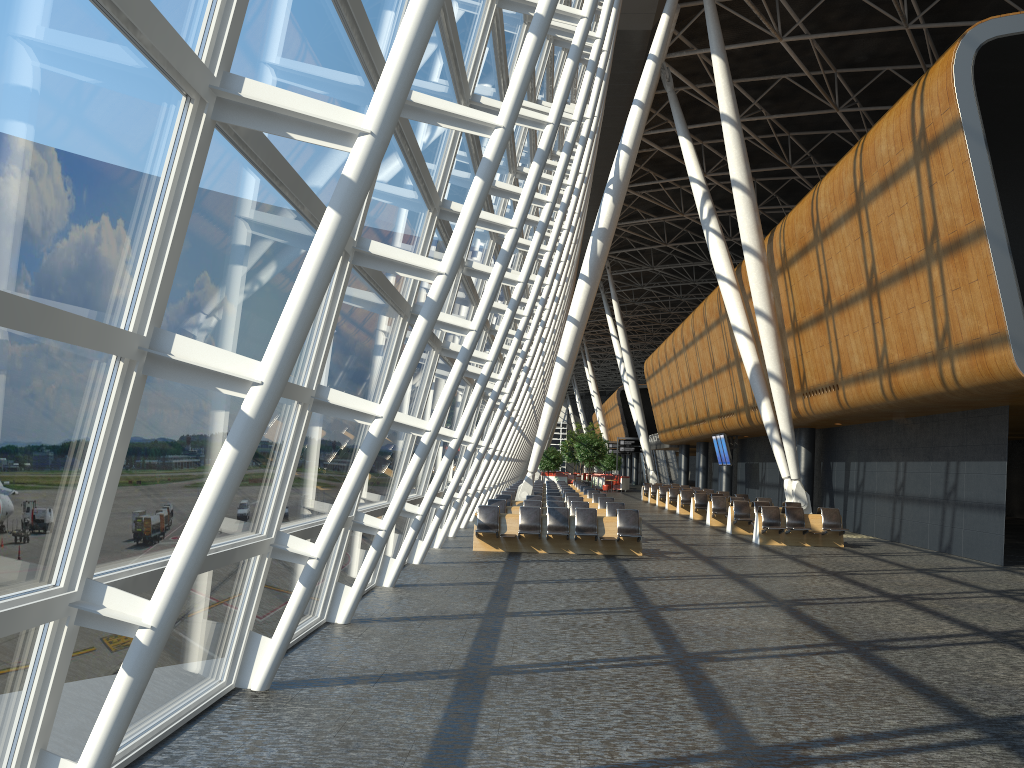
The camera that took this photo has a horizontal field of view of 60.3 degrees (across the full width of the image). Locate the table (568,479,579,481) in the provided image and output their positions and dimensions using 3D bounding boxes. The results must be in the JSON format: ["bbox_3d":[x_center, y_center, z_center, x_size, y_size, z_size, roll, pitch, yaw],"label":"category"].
[{"bbox_3d":[3.954,6.441,56.036,0.800,0.750,0.799,3,-2,-27],"label":"table"}]

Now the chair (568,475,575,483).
[{"bbox_3d":[3.738,6.520,58.434,0.622,1.011,0.662,1,-1,27],"label":"chair"}]

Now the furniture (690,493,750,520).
[{"bbox_3d":[6.920,4.078,29.278,1.896,0.869,1.664,1,-4,2],"label":"furniture"}]

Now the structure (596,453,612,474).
[{"bbox_3d":[8.179,7.322,77.225,1.886,2.998,1.933,2,-1,-40],"label":"structure"}]

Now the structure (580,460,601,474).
[{"bbox_3d":[6.421,6.429,70.411,2.278,3.479,2.221,1,-1,15],"label":"structure"}]

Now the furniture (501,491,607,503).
[{"bbox_3d":[1.231,3.662,26.255,3.250,0.869,1.664,1,-4,2],"label":"furniture"}]

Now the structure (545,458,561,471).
[{"bbox_3d":[2.641,5.975,62.905,1.785,2.854,1.830,2,-1,-40],"label":"structure"}]

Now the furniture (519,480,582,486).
[{"bbox_3d":[1.908,5.282,44.239,3.250,0.869,1.664,1,-4,2],"label":"furniture"}]

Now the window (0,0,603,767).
[{"bbox_3d":[2.777,2.228,83.844,3.719,14.025,166.641,2,-5,2],"label":"window"}]

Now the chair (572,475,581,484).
[{"bbox_3d":[4.044,6.408,57.093,0.660,1.011,0.623,1,-1,27],"label":"chair"}]

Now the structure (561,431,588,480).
[{"bbox_3d":[5.680,6.283,74.951,3.090,4.537,5.757,1,-3,25],"label":"structure"}]

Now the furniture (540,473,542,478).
[{"bbox_3d":[3.274,8.556,80.576,3.250,0.869,1.664,1,-4,2],"label":"furniture"}]

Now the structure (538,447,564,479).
[{"bbox_3d":[2.369,5.368,55.769,1.735,2.781,1.778,2,-1,-40],"label":"structure"}]

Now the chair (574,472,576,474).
[{"bbox_3d":[5.133,8.115,75.933,0.661,1.011,0.622,2,-1,-13],"label":"chair"}]

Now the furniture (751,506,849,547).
[{"bbox_3d":[6.582,3.268,20.286,1.896,0.869,1.664,1,-4,2],"label":"furniture"}]

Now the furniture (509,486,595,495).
[{"bbox_3d":[1.457,4.202,32.249,3.250,0.869,1.664,1,-4,2],"label":"furniture"}]

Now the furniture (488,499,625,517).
[{"bbox_3d":[1.006,3.122,20.260,3.250,0.869,1.664,1,-4,2],"label":"furniture"}]

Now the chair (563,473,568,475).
[{"bbox_3d":[4.020,7.194,65.923,0.622,1.011,0.662,1,-1,27],"label":"chair"}]

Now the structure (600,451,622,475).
[{"bbox_3d":[7.462,6.486,66.842,1.735,2.781,1.778,2,-1,-40],"label":"structure"}]

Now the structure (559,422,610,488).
[{"bbox_3d":[4.647,4.836,59.020,3.093,4.536,5.812,2,-3,-5],"label":"structure"}]

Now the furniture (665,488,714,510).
[{"bbox_3d":[7.145,4.618,35.273,1.896,0.869,1.664,1,-4,2],"label":"furniture"}]

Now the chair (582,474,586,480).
[{"bbox_3d":[5.845,7.464,68.414,0.660,1.011,0.623,1,-1,37],"label":"chair"}]

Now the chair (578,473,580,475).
[{"bbox_3d":[5.687,7.807,72.310,0.661,1.011,0.622,2,-1,-13],"label":"chair"}]

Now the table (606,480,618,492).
[{"bbox_3d":[6.383,6.548,56.527,0.798,0.750,0.801,1,-2,18],"label":"table"}]

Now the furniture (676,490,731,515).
[{"bbox_3d":[7.033,4.348,32.276,1.896,0.869,1.664,1,-4,2],"label":"furniture"}]

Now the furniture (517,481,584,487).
[{"bbox_3d":[1.795,5.012,41.241,3.250,0.869,1.664,1,-4,2],"label":"furniture"}]

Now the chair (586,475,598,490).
[{"bbox_3d":[5.563,6.789,60.925,0.660,1.011,0.623,1,-1,37],"label":"chair"}]

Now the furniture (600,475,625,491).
[{"bbox_3d":[6.829,6.810,60.801,0.890,1.008,2.830,2,-4,-30],"label":"furniture"}]

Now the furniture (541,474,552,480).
[{"bbox_3d":[2.518,6.652,60.275,0.888,1.007,2.837,1,-4,15],"label":"furniture"}]

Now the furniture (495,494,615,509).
[{"bbox_3d":[1.118,3.392,23.257,3.250,0.869,1.664,1,-4,2],"label":"furniture"}]

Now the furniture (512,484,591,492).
[{"bbox_3d":[1.569,4.472,35.247,3.250,0.869,1.664,1,-4,2],"label":"furniture"}]

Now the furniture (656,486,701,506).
[{"bbox_3d":[7.258,4.888,38.271,1.896,0.869,1.664,1,-4,2],"label":"furniture"}]

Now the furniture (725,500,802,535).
[{"bbox_3d":[6.694,3.538,23.284,1.896,0.869,1.664,1,-4,2],"label":"furniture"}]

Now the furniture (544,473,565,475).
[{"bbox_3d":[3.203,7.076,64.834,0.890,1.008,2.830,2,-4,-30],"label":"furniture"}]

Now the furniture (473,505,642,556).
[{"bbox_3d":[0.893,2.851,17.263,3.250,0.869,1.664,1,-4,2],"label":"furniture"}]

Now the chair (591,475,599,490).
[{"bbox_3d":[5.800,6.692,59.769,0.622,1.011,0.662,1,-1,37],"label":"chair"}]

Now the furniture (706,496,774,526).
[{"bbox_3d":[6.807,3.808,26.281,1.896,0.869,1.664,1,-4,2],"label":"furniture"}]

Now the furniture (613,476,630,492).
[{"bbox_3d":[7.233,6.560,57.871,0.888,1.007,2.837,1,-4,15],"label":"furniture"}]

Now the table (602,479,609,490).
[{"bbox_3d":[6.234,6.894,60.453,0.798,0.750,0.801,1,-2,18],"label":"table"}]

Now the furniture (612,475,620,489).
[{"bbox_3d":[7.514,7.234,65.360,0.888,1.007,2.837,1,-4,15],"label":"furniture"}]

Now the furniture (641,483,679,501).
[{"bbox_3d":[7.484,5.428,44.265,1.896,0.869,1.664,1,-4,2],"label":"furniture"}]

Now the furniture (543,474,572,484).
[{"bbox_3d":[2.922,6.402,57.346,0.890,1.008,2.830,2,-4,-30],"label":"furniture"}]

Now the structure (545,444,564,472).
[{"bbox_3d":[2.391,5.532,58.671,1.920,2.971,1.863,2,-1,-24],"label":"structure"}]

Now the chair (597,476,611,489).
[{"bbox_3d":[6.016,6.497,57.521,0.662,1.011,0.622,2,-1,-43],"label":"chair"}]

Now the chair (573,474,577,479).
[{"bbox_3d":[4.325,7.083,64.582,0.660,1.011,0.623,1,-1,27],"label":"chair"}]

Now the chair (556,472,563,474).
[{"bbox_3d":[3.765,7.812,72.925,0.623,1.011,0.660,2,-1,-33],"label":"chair"}]

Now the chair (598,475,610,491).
[{"bbox_3d":[6.109,6.598,58.630,0.623,1.011,0.660,2,-1,-43],"label":"chair"}]

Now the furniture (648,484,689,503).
[{"bbox_3d":[7.371,5.158,41.268,1.896,0.869,1.664,1,-4,2],"label":"furniture"}]

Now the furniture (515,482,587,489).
[{"bbox_3d":[1.682,4.742,38.244,3.250,0.869,1.664,1,-4,2],"label":"furniture"}]

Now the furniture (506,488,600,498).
[{"bbox_3d":[1.344,3.932,29.252,3.250,0.869,1.664,1,-4,2],"label":"furniture"}]

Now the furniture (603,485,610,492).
[{"bbox_3d":[5.997,6.653,56.189,0.442,0.460,0.444,1,-2,15],"label":"furniture"}]
